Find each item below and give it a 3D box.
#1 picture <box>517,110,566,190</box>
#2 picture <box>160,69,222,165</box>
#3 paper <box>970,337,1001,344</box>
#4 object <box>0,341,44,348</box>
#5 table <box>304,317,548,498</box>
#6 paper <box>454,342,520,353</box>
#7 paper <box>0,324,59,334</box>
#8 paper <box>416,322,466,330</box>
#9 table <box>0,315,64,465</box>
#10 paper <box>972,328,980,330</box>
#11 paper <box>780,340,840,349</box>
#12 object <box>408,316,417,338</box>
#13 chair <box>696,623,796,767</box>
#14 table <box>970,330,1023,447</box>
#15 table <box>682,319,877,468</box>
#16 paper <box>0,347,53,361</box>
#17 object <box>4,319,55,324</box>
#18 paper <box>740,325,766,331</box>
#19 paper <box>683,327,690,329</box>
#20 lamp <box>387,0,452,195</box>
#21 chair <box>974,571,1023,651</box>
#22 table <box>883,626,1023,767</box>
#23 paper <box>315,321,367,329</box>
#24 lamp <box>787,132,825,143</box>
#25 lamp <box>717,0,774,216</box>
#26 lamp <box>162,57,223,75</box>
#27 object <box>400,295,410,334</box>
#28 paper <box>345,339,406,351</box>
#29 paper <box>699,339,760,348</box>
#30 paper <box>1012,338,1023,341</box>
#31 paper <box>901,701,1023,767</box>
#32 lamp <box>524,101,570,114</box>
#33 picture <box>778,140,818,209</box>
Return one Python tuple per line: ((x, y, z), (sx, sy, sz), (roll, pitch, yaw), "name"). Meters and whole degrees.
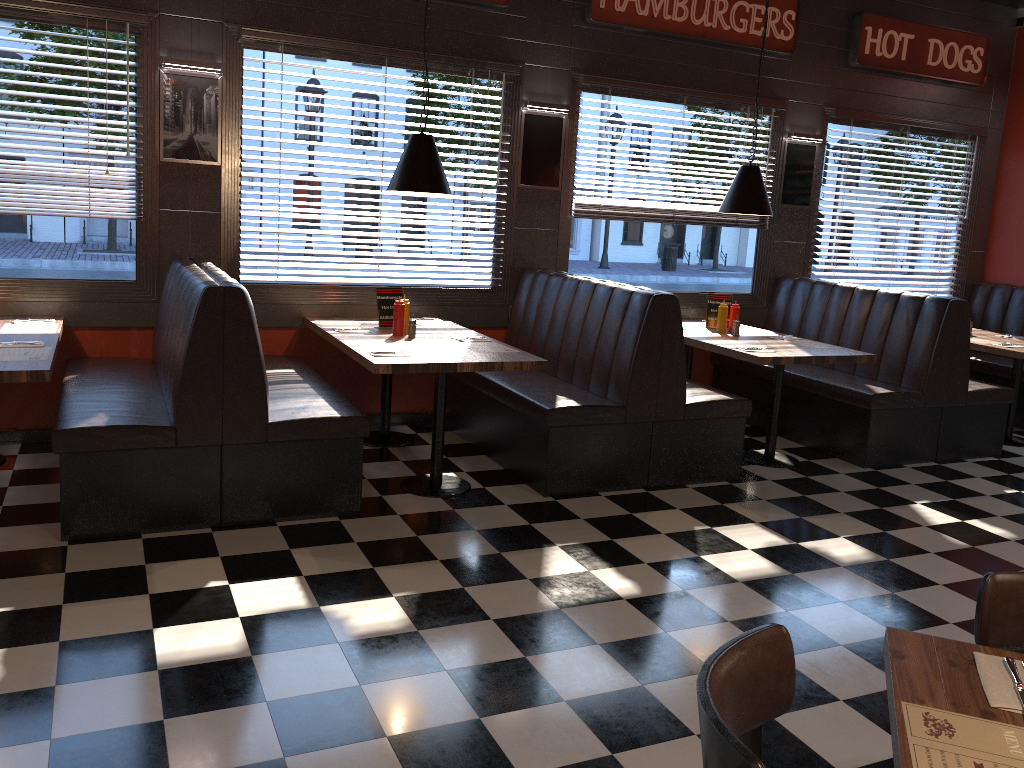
((0.214, -1.678, 6.381), (0.351, 0.533, 0.012), (-1, 10, -25), "picture")
((-1.949, -1.613, 5.379), (0.351, 0.533, 0.012), (-1, 10, -25), "picture")
((3.603, -0.347, 6.933), (0.261, 0.001, 0.368), (-2, 13, -26), "paper")
((-2.385, -0.194, 4.248), (0.255, 0.019, 0.158), (-3, 13, -29), "object")
((-0.615, 0.094, 5.366), (0.957, 0.768, 1.704), (-1, 12, -25), "table")
((-0.144, -0.212, 5.081), (0.261, 0.001, 0.368), (-2, 13, -27), "paper")
((-2.580, -0.296, 4.738), (0.261, 0.001, 0.368), (-2, 12, -24), "paper")
((-0.474, -0.380, 5.817), (0.261, 0.001, 0.368), (-1, 12, -23), "paper")
((-2.769, 0.159, 4.369), (0.957, 0.768, 1.704), (-1, 12, -25), "table")
((3.885, -0.503, 7.802), (0.261, 0.001, 0.368), (-2, 12, -25), "paper")
((2.046, -0.276, 6.087), (0.261, 0.001, 0.368), (-1, 12, -23), "paper")
((-0.593, -0.345, 5.270), (0.047, 0.135, 0.094), (4, 10, 0), "object")
((0.529, 0.912, 1.404), (0.545, 0.861, 0.489), (7, 10, 20), "chair")
((3.718, -0.035, 7.373), (0.957, 0.768, 1.704), (-1, 12, -25), "table")
((1.564, 0.029, 6.375), (0.957, 0.768, 1.704), (-1, 12, -25), "table")
((-2.260, -0.138, 4.052), (0.261, 0.001, 0.368), (-1, 12, -23), "paper")
((-2.694, -0.353, 4.947), (0.255, 0.019, 0.158), (-1, 12, -24), "object")
((1.732, -0.433, 6.776), (0.261, 0.001, 0.368), (-1, 12, -24), "paper")
((1.114, -0.440, 6.615), (0.261, 0.001, 0.368), (-2, 13, -26), "paper")
((-0.478, -2.120, 5.025), (0.383, 2.030, 0.384), (-5, 12, -43), "lamp")
((1.158, 0.883, 1.745), (0.487, 0.861, 0.548), (6, 10, 17), "chair")
((1.026, 1.016, 1.276), (0.958, 0.768, 0.965), (7, 11, 19), "table")
((-1.083, -0.374, 5.598), (0.261, 0.001, 0.368), (-1, 12, -23), "paper")
((2.423, -2.032, 7.312), (0.334, 0.056, 0.082), (-2, 12, -25), "lamp")
((1.692, -2.185, 6.030), (0.383, 2.030, 0.384), (7, 10, 23), "lamp")
((-1.913, -1.903, 5.304), (0.334, 0.056, 0.082), (-2, 12, -25), "lamp")
((-0.657, -0.424, 5.381), (0.068, 0.236, 0.068), (3, 9, -2), "object")
((-0.760, -0.217, 4.913), (0.261, 0.001, 0.368), (-2, 12, -24), "paper")
((1.434, -0.271, 5.875), (0.261, 0.001, 0.368), (-1, 12, -22), "paper")
((4.220, -0.335, 7.067), (0.261, 0.001, 0.368), (-3, 13, -29), "paper")
((0.739, 0.596, 1.323), (0.261, 0.001, 0.367), (7, 12, 18), "paper")
((0.249, -1.967, 6.305), (0.334, 0.056, 0.082), (-2, 12, -25), "lamp")
((2.388, -1.743, 7.388), (0.351, 0.533, 0.012), (-1, 10, -25), "picture")
